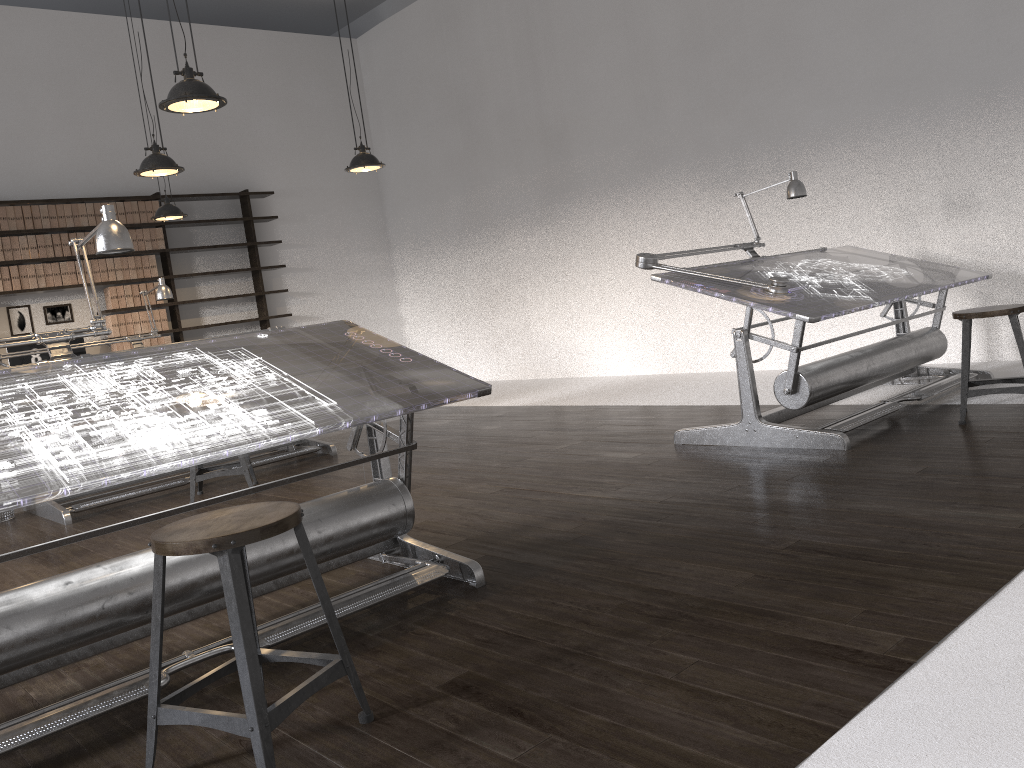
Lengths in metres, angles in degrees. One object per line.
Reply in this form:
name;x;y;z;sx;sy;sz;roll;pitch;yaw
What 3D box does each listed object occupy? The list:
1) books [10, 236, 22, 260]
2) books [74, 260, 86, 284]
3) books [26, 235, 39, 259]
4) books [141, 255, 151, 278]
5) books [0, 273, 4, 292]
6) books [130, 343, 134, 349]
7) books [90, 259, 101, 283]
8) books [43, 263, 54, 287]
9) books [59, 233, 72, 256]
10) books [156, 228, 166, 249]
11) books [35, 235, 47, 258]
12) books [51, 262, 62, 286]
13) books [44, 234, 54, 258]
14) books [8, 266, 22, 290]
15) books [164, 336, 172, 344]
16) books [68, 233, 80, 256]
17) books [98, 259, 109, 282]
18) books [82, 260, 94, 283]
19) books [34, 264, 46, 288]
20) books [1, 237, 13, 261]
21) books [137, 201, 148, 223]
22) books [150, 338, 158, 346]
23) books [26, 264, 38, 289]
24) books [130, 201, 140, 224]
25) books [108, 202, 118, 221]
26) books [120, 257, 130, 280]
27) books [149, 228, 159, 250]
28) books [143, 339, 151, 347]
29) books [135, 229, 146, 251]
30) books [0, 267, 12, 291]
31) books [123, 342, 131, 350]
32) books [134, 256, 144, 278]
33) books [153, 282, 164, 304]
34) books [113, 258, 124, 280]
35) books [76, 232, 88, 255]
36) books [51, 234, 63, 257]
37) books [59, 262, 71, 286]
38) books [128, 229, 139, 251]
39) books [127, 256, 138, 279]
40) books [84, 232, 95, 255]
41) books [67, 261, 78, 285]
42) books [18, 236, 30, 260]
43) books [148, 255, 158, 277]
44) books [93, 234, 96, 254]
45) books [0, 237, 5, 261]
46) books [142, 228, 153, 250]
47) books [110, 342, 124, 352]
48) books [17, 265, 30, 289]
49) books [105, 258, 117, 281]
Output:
books;-4.606;-1.241;8.188;0.067;0.225;0.174;-11;5;-41
books;-4.181;-1.066;8.534;0.067;0.225;0.174;-11;5;-41
books;-4.496;-1.266;8.276;0.067;0.225;0.174;-11;5;-41
books;-3.724;-1.175;8.948;0.067;0.225;0.174;-11;5;-41
books;-4.706;-0.942;8.069;0.067;0.225;0.174;-11;5;-41
books;-3.783;-0.315;8.826;0.067;0.225;0.174;-11;5;-41
books;-4.080;-1.091;8.633;0.067;0.225;0.174;-11;5;-41
books;-4.393;-1.017;8.355;0.067;0.225;0.174;-11;5;-41
books;-4.285;-1.316;8.465;0.067;0.225;0.174;-11;5;-41
books;-3.623;-1.473;9.056;0.067;0.225;0.174;-11;5;-41
books;-4.442;-1.278;8.323;0.067;0.225;0.174;-11;5;-41
books;-4.340;-1.029;8.399;0.067;0.225;0.174;-11;5;-41
books;-4.398;-1.289;8.368;0.067;0.225;0.174;-11;5;-41
books;-4.598;-0.967;8.165;0.067;0.225;0.174;-11;5;-41
books;-3.532;-0.373;9.042;0.067;0.225;0.174;-11;5;-41
books;-4.233;-1.329;8.518;0.067;0.225;0.174;-11;5;-41
books;-4.027;-1.103;8.677;0.067;0.225;0.174;-11;5;-41
books;-4.129;-1.078;8.584;0.067;0.225;0.174;-11;5;-41
books;-4.442;-1.005;8.306;0.067;0.225;0.174;-11;5;-41
books;-4.656;-1.228;8.140;0.067;0.225;0.174;-11;5;-41
books;-3.762;-1.723;8.957;0.067;0.225;0.174;-11;5;-41
books;-3.635;-0.350;8.958;0.067;0.225;0.174;-11;5;-41
books;-4.493;-0.992;8.256;0.067;0.225;0.174;-11;5;-41
books;-3.817;-1.710;8.907;0.067;0.225;0.174;-11;5;-41
books;-3.970;-1.673;8.770;0.067;0.225;0.174;-11;5;-41
books;-3.875;-1.139;8.812;0.067;0.225;0.174;-11;5;-41
books;-3.670;-1.462;9.016;0.067;0.225;0.174;-11;5;-41
books;-3.685;-0.337;8.908;0.067;0.225;0.174;-11;5;-41
books;-3.773;-1.438;8.928;0.067;0.225;0.174;-11;5;-41
books;-4.657;-0.954;8.120;0.067;0.225;0.174;-11;5;-41
books;-3.829;-0.303;8.779;0.067;0.225;0.174;-11;5;-41
books;-3.776;-1.162;8.901;0.067;0.225;0.174;-11;5;-41
books;-3.622;-0.916;9.013;0.067;0.225;0.174;-11;5;-41
books;-3.920;-1.128;8.769;0.067;0.225;0.174;-11;5;-41
books;-4.177;-1.341;8.561;0.067;0.225;0.174;-11;5;-41
books;-4.344;-1.302;8.420;0.067;0.225;0.174;-11;5;-41
books;-4.284;-1.042;8.448;0.067;0.225;0.174;-11;5;-41
books;-3.823;-1.426;8.881;0.067;0.225;0.174;-11;5;-41
books;-3.823;-1.151;8.852;0.067;0.225;0.174;-11;5;-41
books;-4.128;-1.354;8.611;0.067;0.225;0.174;-11;5;-41
books;-4.234;-1.053;8.486;0.067;0.225;0.174;-11;5;-41
books;-4.551;-1.253;8.231;0.067;0.225;0.174;-11;5;-41
books;-3.669;-1.187;8.991;0.067;0.225;0.174;-11;5;-41
books;-4.075;-1.366;8.658;0.067;0.225;0.174;-11;5;-41
books;-4.705;-1.216;8.091;0.067;0.225;0.174;-11;5;-41
books;-3.717;-1.450;8.968;0.067;0.225;0.174;-11;5;-41
books;-3.883;-0.291;8.739;0.067;0.225;0.174;-11;5;-41
books;-4.546;-0.980;8.218;0.067;0.225;0.174;-11;5;-41
books;-3.973;-1.115;8.720;0.067;0.225;0.174;-11;5;-41
